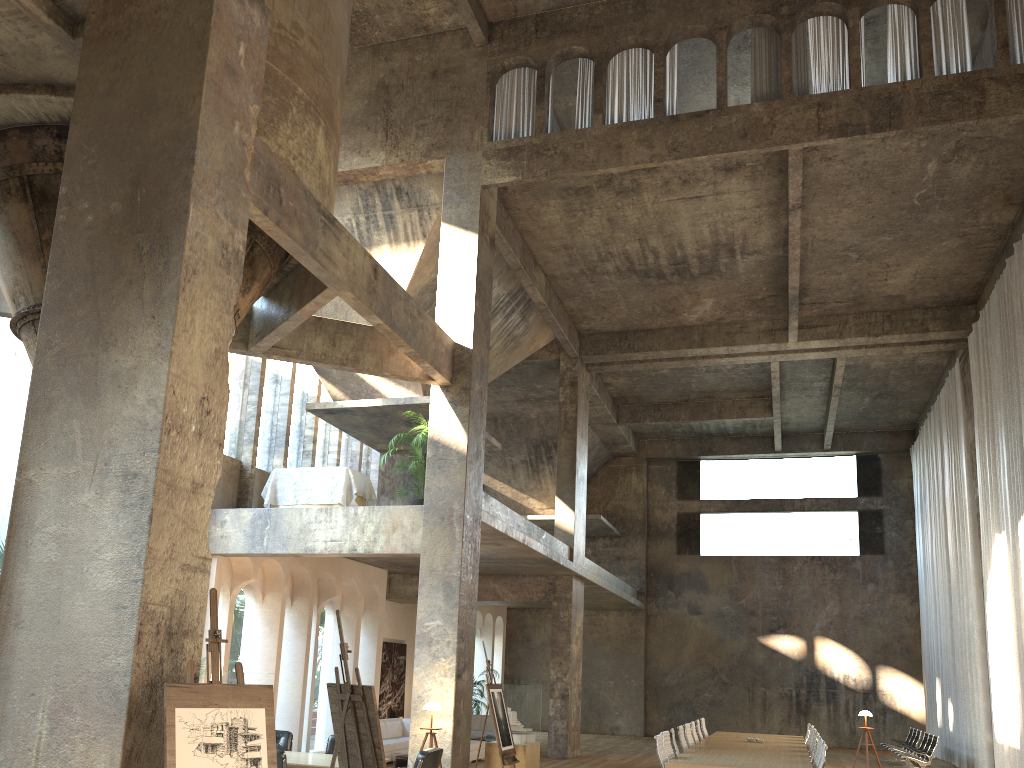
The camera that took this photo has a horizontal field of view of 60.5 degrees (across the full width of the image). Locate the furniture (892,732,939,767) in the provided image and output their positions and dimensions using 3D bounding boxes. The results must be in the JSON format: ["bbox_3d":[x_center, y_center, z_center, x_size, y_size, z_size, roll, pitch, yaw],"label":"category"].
[{"bbox_3d":[8.313,7.637,18.145,0.709,0.817,1.928,-2,-18,17],"label":"furniture"}]

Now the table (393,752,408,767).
[{"bbox_3d":[-1.605,6.610,15.391,0.861,0.239,0.381,-3,-17,17],"label":"table"}]

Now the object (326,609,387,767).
[{"bbox_3d":[-1.258,2.862,6.900,0.694,2.085,0.711,13,-16,-39],"label":"object"}]

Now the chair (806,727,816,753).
[{"bbox_3d":[4.673,6.163,14.448,0.700,0.996,0.685,-2,-14,17],"label":"chair"}]

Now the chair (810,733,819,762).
[{"bbox_3d":[4.149,5.576,12.749,0.701,0.996,0.683,-4,-15,25],"label":"chair"}]

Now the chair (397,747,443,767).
[{"bbox_3d":[-1.180,4.189,9.044,0.821,0.867,0.752,-1,-15,14],"label":"chair"}]

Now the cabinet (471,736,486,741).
[{"bbox_3d":[-0.446,7.610,18.447,0.396,0.358,1.609,-2,-19,17],"label":"cabinet"}]

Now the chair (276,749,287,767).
[{"bbox_3d":[-2.308,4.001,8.624,0.732,0.867,0.844,-4,-16,24],"label":"chair"}]

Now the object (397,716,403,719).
[{"bbox_3d":[-2.597,7.983,20.244,0.174,0.612,0.245,1,-12,6],"label":"object"}]

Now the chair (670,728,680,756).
[{"bbox_3d":[2.505,5.325,12.199,0.700,0.996,0.685,-2,-14,17],"label":"chair"}]

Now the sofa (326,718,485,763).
[{"bbox_3d":[-1.876,6.740,16.555,2.067,0.701,3.017,-3,-19,17],"label":"sofa"}]

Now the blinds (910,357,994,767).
[{"bbox_3d":[10.411,4.742,21.339,0.275,8.394,8.062,-1,-15,16],"label":"blinds"}]

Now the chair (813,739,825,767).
[{"bbox_3d":[3.620,4.989,11.047,0.700,0.996,0.684,-3,-15,21],"label":"chair"}]

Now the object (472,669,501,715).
[{"bbox_3d":[-1.047,8.066,22.131,1.405,1.761,1.394,-4,-15,23],"label":"object"}]

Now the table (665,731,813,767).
[{"bbox_3d":[3.607,5.843,13.220,1.603,0.736,7.947,-3,-19,17],"label":"table"}]

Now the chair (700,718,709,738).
[{"bbox_3d":[3.855,6.805,16.483,0.701,0.996,0.684,-3,-15,23],"label":"chair"}]

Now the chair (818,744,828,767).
[{"bbox_3d":[0.646,4.873,11.055,12.968,1.002,32.455,-3,-19,16],"label":"chair"}]

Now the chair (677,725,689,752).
[{"bbox_3d":[2.784,5.626,13.070,0.701,0.996,0.684,-3,-15,22],"label":"chair"}]

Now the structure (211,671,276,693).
[{"bbox_3d":[-3.996,5.012,12.881,0.595,1.503,0.764,-1,-13,17],"label":"structure"}]

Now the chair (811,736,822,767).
[{"bbox_3d":[3.888,5.285,11.906,0.701,0.996,0.684,-3,-15,22],"label":"chair"}]

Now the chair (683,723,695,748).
[{"bbox_3d":[3.045,5.911,13.894,0.701,0.996,0.683,-4,-15,25],"label":"chair"}]

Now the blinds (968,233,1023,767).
[{"bbox_3d":[7.865,1.938,13.224,0.275,8.395,8.059,-1,-15,18],"label":"blinds"}]

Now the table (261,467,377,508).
[{"bbox_3d":[-3.165,1.837,14.464,1.752,0.779,1.149,-3,-17,17],"label":"table"}]

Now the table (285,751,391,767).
[{"bbox_3d":[-2.665,4.373,9.497,2.413,0.680,1.138,-3,-17,17],"label":"table"}]

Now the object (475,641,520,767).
[{"bbox_3d":[-0.209,4.531,11.789,0.685,2.085,0.721,-1,-13,16],"label":"object"}]

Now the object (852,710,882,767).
[{"bbox_3d":[6.718,6.925,16.871,0.668,1.260,0.579,13,-16,-38],"label":"object"}]

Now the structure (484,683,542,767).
[{"bbox_3d":[0.021,5.080,12.578,0.595,1.503,0.764,-1,-13,17],"label":"structure"}]

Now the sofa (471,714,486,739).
[{"bbox_3d":[-0.643,8.100,20.489,2.070,0.700,1.103,-3,-17,17],"label":"sofa"}]

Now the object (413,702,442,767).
[{"bbox_3d":[-1.132,4.701,11.171,0.571,1.260,0.677,-2,-14,17],"label":"object"}]

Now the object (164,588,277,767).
[{"bbox_3d":[-1.712,2.245,5.100,0.692,2.085,0.714,-9,-17,42],"label":"object"}]

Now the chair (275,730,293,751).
[{"bbox_3d":[-2.945,4.536,10.312,0.730,0.866,0.845,5,-15,-8],"label":"chair"}]

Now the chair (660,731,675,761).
[{"bbox_3d":[2.262,5.047,11.395,0.701,0.996,0.683,-4,-15,25],"label":"chair"}]

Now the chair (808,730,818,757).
[{"bbox_3d":[4.410,5.861,13.572,0.701,0.996,0.684,-3,-15,22],"label":"chair"}]

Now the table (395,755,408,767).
[{"bbox_3d":[-1.498,6.750,15.732,0.791,0.197,1.144,-3,-19,17],"label":"table"}]

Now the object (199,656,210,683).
[{"bbox_3d":[-4.718,4.263,12.747,0.687,0.912,0.886,0,-15,8],"label":"object"}]

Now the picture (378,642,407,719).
[{"bbox_3d":[-2.798,6.917,20.458,0.069,1.719,1.547,-1,-15,17],"label":"picture"}]

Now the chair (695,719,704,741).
[{"bbox_3d":[3.574,6.498,15.596,0.700,0.996,0.684,-3,-15,21],"label":"chair"}]

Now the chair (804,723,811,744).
[{"bbox_3d":[5.150,6.721,16.067,0.701,0.996,0.684,-3,-15,22],"label":"chair"}]

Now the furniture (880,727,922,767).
[{"bbox_3d":[9.014,8.409,20.380,0.709,0.817,1.928,-2,-18,17],"label":"furniture"}]

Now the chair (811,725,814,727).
[{"bbox_3d":[4.925,6.440,15.250,0.701,0.996,0.683,-4,-15,25],"label":"chair"}]

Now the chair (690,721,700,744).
[{"bbox_3d":[3.307,6.201,14.736,0.701,0.996,0.684,-3,-15,22],"label":"chair"}]

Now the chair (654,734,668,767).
[{"bbox_3d":[2.042,4.766,10.576,0.701,0.996,0.684,-3,-15,22],"label":"chair"}]

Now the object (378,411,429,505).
[{"bbox_3d":[-1.307,1.214,13.903,1.405,1.757,1.394,-4,-15,23],"label":"object"}]

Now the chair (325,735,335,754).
[{"bbox_3d":[-1.970,4.487,10.041,0.729,0.866,0.847,0,-15,11],"label":"chair"}]
